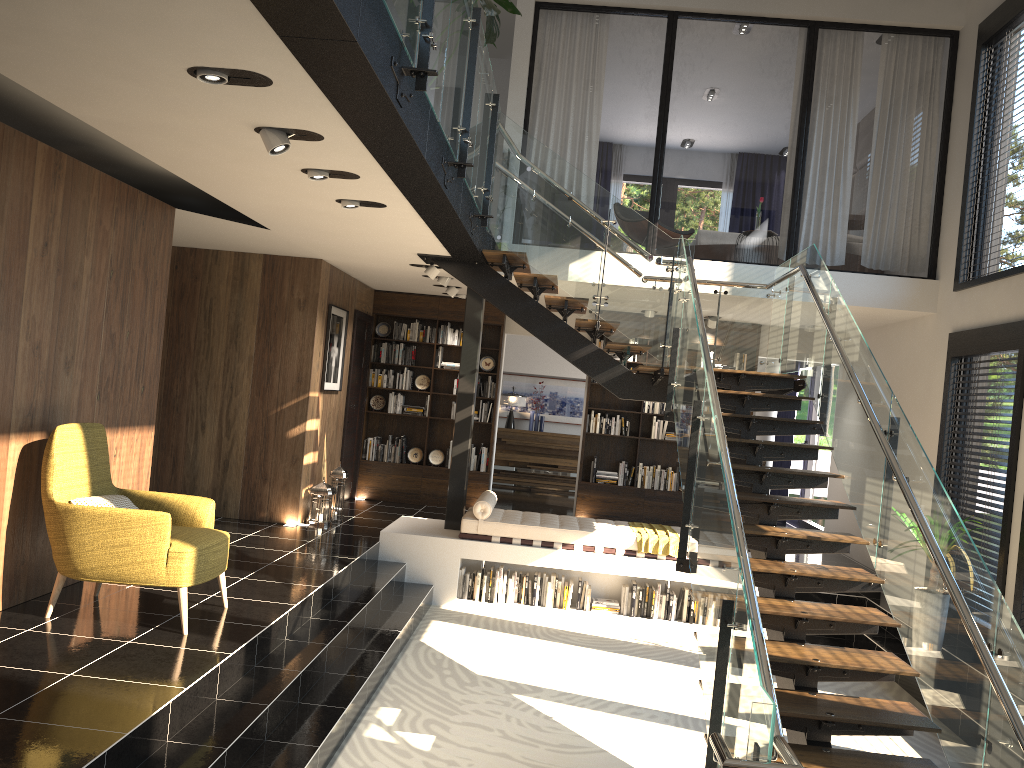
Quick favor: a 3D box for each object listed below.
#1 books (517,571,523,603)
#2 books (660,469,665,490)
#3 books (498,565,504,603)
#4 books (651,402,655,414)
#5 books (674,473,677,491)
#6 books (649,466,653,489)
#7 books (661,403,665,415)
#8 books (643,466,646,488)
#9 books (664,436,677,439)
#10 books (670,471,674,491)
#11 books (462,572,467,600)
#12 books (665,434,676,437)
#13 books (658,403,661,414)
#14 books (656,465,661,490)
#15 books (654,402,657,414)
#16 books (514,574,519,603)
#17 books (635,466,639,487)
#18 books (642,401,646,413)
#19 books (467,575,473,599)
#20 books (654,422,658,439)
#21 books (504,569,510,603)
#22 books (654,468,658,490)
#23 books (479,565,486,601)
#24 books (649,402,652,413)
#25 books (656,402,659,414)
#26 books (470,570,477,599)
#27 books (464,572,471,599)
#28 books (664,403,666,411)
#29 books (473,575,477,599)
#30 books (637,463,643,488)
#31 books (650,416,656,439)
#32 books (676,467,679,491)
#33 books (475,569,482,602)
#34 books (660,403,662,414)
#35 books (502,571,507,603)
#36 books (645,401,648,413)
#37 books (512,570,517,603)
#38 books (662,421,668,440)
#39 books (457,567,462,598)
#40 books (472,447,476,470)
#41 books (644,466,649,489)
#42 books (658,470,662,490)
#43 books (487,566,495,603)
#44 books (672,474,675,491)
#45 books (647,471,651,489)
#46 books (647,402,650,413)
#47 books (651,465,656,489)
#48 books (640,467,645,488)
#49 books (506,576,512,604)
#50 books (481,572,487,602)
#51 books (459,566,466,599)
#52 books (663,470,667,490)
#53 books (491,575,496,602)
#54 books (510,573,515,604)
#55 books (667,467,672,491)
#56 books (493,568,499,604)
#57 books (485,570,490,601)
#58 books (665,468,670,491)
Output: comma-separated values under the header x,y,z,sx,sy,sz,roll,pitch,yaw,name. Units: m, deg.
x,y,z,sx,sy,sz,roll,pitch,yaw,name
0.075,1.970,8.619,0.025,0.285,0.137,5,0,3,books
1.900,1.211,11.240,0.034,0.255,0.194,5,0,3,books
-0.105,1.924,8.542,0.051,0.338,0.187,5,0,3,books
1.786,0.260,11.257,0.027,0.228,0.208,5,0,3,books
2.063,1.241,11.239,0.026,0.227,0.129,5,0,3,books
1.759,1.185,11.260,0.031,0.280,0.141,5,0,3,books
1.916,0.264,11.257,0.030,0.244,0.142,5,0,3,books
1.676,1.180,11.269,0.025,0.274,0.150,5,0,3,books
2.067,0.682,11.245,0.275,0.025,0.156,5,-1,-1,books
2.011,1.224,11.223,0.028,0.250,0.162,5,0,3,books
-0.456,1.946,8.553,0.024,0.229,0.171,5,0,3,books
2.069,0.657,11.241,0.261,0.024,0.167,5,-1,0,books
1.866,0.281,11.276,0.026,0.201,0.146,5,0,3,books
1.847,1.181,11.249,0.032,0.306,0.155,5,0,3,books
1.814,0.257,11.264,0.027,0.239,0.153,5,0,3,books
0.048,1.987,8.622,0.026,0.247,0.149,5,0,3,books
1.587,1.177,11.280,0.026,0.263,0.156,5,0,3,books
1.677,0.250,11.287,0.030,0.228,0.176,5,0,3,books
-0.401,1.960,8.580,0.029,0.211,0.130,5,0,3,books
1.816,0.586,11.223,0.023,0.218,0.196,5,0,3,books
-0.045,1.943,8.548,0.021,0.313,0.139,5,0,3,books
1.816,1.203,11.232,0.025,0.255,0.202,5,0,3,books
-0.284,1.920,8.567,0.029,0.314,0.163,5,0,3,books
1.760,0.273,11.266,0.024,0.197,0.175,5,0,3,books
1.841,0.250,11.256,0.028,0.258,0.208,5,0,3,books
-0.369,1.941,8.582,0.030,0.256,0.145,5,0,3,books
-0.429,1.942,8.554,0.027,0.241,0.150,5,0,3,books
1.944,0.273,11.244,0.028,0.231,0.167,5,0,3,books
-0.346,1.958,8.573,0.020,0.225,0.156,5,0,3,books
1.617,1.155,11.244,0.035,0.312,0.160,5,0,3,books
1.794,0.552,11.261,0.030,0.284,0.176,5,0,3,books
2.092,1.203,11.248,0.022,0.307,0.131,5,0,3,books
-0.319,1.937,8.542,0.035,0.273,0.200,5,0,3,books
1.889,0.281,11.272,0.020,0.206,0.147,5,0,3,books
-0.070,1.956,8.540,0.025,0.282,0.149,5,0,3,books
1.710,0.231,11.283,0.031,0.272,0.158,5,0,3,books
0.026,1.959,8.577,0.020,0.295,0.102,5,0,3,books
1.931,0.576,11.255,0.067,0.261,0.159,5,0,3,books
-0.500,1.921,8.585,0.025,0.270,0.156,5,0,3,books
-0.488,0.960,11.420,0.011,0.300,0.154,5,0,3,books
1.702,1.182,11.242,0.030,0.276,0.160,5,0,3,books
1.871,1.213,11.235,0.023,0.246,0.149,5,0,3,books
-0.202,1.923,8.530,0.030,0.322,0.203,5,0,3,books
2.037,1.241,11.241,0.026,0.221,0.145,5,0,3,books
1.727,1.215,11.252,0.025,0.214,0.170,5,0,3,books
1.734,0.288,11.282,0.027,0.162,0.125,5,0,3,books
1.791,1.179,11.257,0.032,0.298,0.169,5,0,3,books
1.648,1.183,11.253,0.030,0.262,0.173,5,0,3,books
-0.024,1.981,8.544,0.029,0.240,0.165,5,0,3,books
-0.261,1.952,8.529,0.027,0.254,0.204,5,0,3,books
-0.476,1.915,8.568,0.024,0.286,0.130,5,0,3,books
1.931,1.217,11.240,0.029,0.250,0.142,5,0,3,books
-0.176,1.968,8.551,0.029,0.237,0.147,5,0,3,books
0.003,1.969,8.556,0.021,0.270,0.148,5,0,3,books
1.988,1.200,11.237,0.025,0.294,0.177,5,0,3,books
-0.146,1.935,8.524,0.028,0.309,0.211,5,0,3,books
-0.231,1.942,8.560,0.028,0.279,0.120,5,0,3,books
1.960,1.204,11.232,0.028,0.280,0.154,5,0,3,books
